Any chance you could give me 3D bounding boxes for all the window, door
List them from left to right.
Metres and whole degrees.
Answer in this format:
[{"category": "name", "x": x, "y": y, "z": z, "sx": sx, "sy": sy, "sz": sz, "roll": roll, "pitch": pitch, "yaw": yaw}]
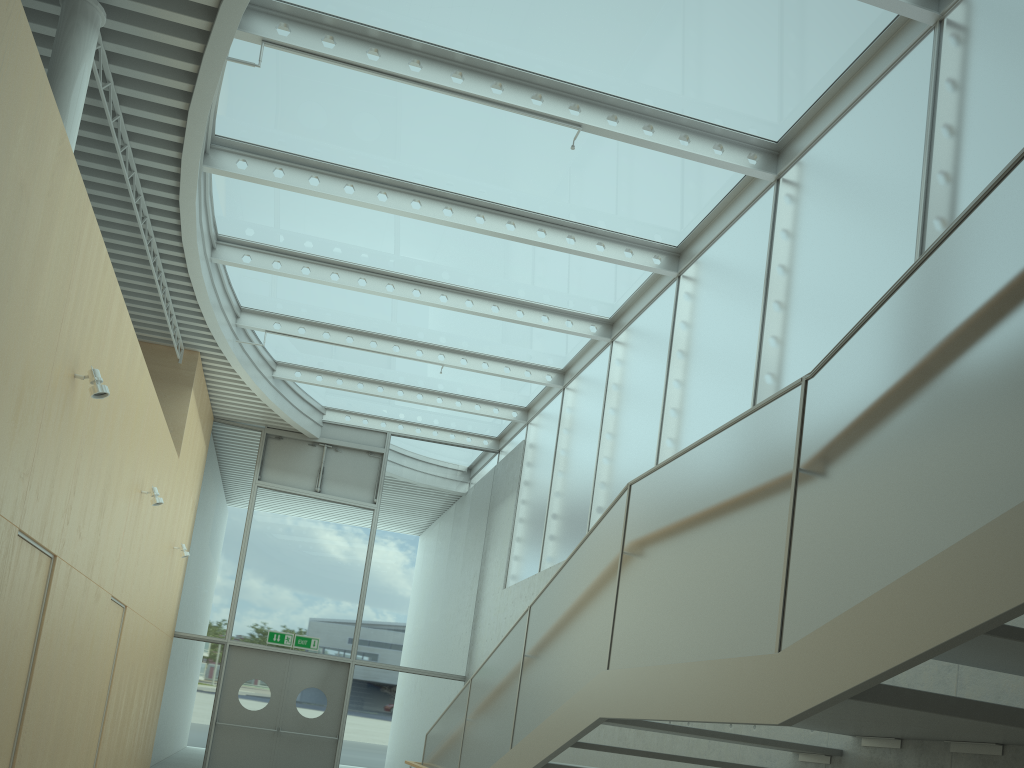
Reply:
[{"category": "door", "x": -3.713, "y": 5.359, "z": 13.607, "sx": 1.951, "sy": 2.022, "sz": 0.179, "roll": 12, "pitch": -8, "yaw": -15}, {"category": "window", "x": -2.895, "y": 3.581, "z": 14.005, "sx": 4.930, "sy": 6.033, "sz": 0.112, "roll": 12, "pitch": -8, "yaw": -15}, {"category": "window", "x": -1.108, "y": 1.390, "z": 8.723, "sx": 4.848, "sy": 5.962, "sz": 16.640, "roll": 11, "pitch": -21, "yaw": -13}, {"category": "window", "x": 1.167, "y": 0.437, "z": 9.483, "sx": 0.030, "sy": 2.612, "sz": 16.457, "roll": 10, "pitch": -22, "yaw": -13}]

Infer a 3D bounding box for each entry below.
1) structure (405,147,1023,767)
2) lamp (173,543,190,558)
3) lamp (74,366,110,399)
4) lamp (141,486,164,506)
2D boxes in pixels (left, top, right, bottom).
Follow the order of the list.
[{"category": "structure", "x": 1.655, "y": 0.987, "z": 3.311, "sx": 1.910, "sy": 4.005, "sz": 13.260, "roll": 10, "pitch": -21, "yaw": -13}, {"category": "lamp", "x": -4.468, "y": 2.247, "z": 11.487, "sx": 0.241, "sy": 0.188, "sz": 0.143, "roll": 19, "pitch": -17, "yaw": -33}, {"category": "lamp", "x": -2.711, "y": -0.016, "z": 5.482, "sx": 0.241, "sy": 0.188, "sz": 0.143, "roll": 19, "pitch": -17, "yaw": -33}, {"category": "lamp", "x": -3.587, "y": 1.112, "z": 8.475, "sx": 0.241, "sy": 0.188, "sz": 0.143, "roll": 19, "pitch": -17, "yaw": -33}]
